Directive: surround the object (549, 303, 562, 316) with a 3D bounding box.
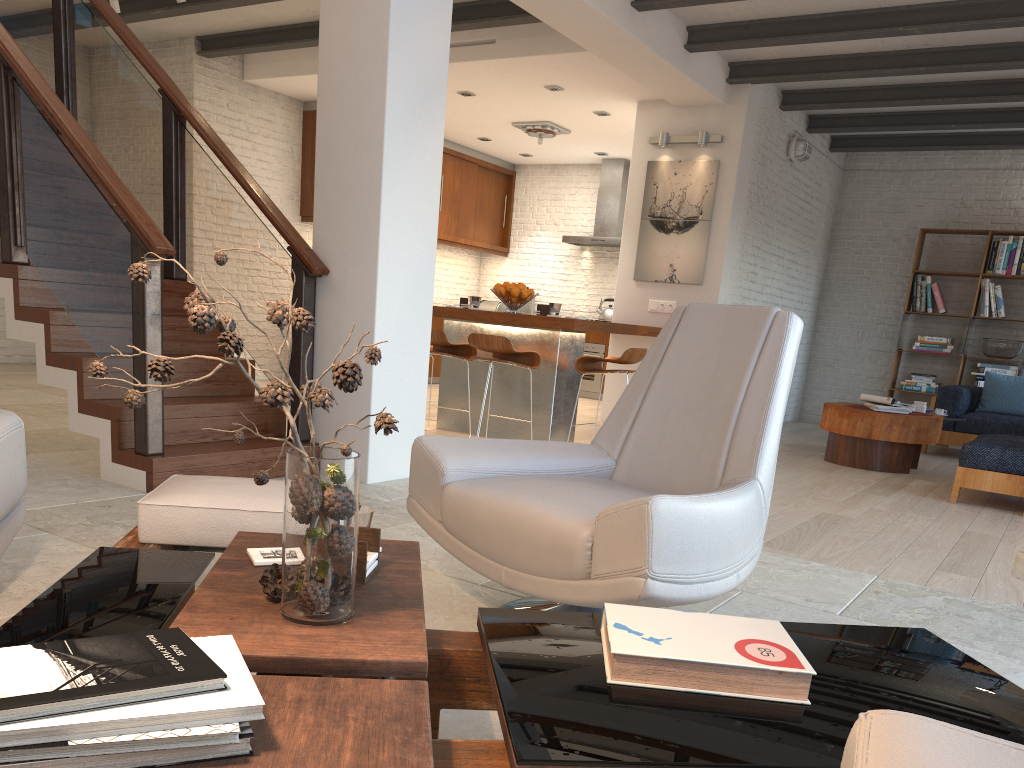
[{"bbox_3d":[0.302,-0.527,6.156,0.090,0.087,0.089,-3,12,-42],"label":"object"}]

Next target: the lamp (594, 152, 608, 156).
[{"bbox_3d":[1.038,-2.691,10.125,0.122,0.057,0.122,9,7,32],"label":"lamp"}]

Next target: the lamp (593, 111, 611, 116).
[{"bbox_3d":[0.847,-2.558,8.186,0.122,0.057,0.122,9,7,32],"label":"lamp"}]

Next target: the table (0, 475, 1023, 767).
[{"bbox_3d":[-0.073,0.590,1.469,1.973,0.443,2.136,5,5,-7],"label":"table"}]

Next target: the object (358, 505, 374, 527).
[{"bbox_3d":[-0.338,0.303,1.830,0.091,0.087,0.088,4,9,-8],"label":"object"}]

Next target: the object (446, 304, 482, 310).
[{"bbox_3d":[-0.322,-0.581,6.571,0.282,0.036,0.202,8,6,32],"label":"object"}]

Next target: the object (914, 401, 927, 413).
[{"bbox_3d":[3.412,0.204,7.305,0.107,0.112,0.105,-3,13,-41],"label":"object"}]

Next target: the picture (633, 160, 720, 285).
[{"bbox_3d":[1.422,-1.409,7.610,0.644,1.051,0.019,12,16,30],"label":"picture"}]

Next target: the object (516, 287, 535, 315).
[{"bbox_3d":[0.175,-1.097,11.574,0.316,0.388,0.065,11,15,30],"label":"object"}]

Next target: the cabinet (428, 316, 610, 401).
[{"bbox_3d":[0.089,-1.311,10.169,4.786,2.933,2.187,5,11,-4],"label":"cabinet"}]

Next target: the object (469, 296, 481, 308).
[{"bbox_3d":[-0.276,-0.608,6.493,0.090,0.087,0.089,10,11,29],"label":"object"}]

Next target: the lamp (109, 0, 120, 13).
[{"bbox_3d":[-2.855,-2.726,6.268,0.059,0.133,0.083,6,11,2],"label":"lamp"}]

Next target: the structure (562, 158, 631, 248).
[{"bbox_3d":[1.194,-2.186,10.538,0.969,1.027,0.449,11,14,31],"label":"structure"}]

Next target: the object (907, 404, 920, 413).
[{"bbox_3d":[3.230,0.196,7.066,0.145,0.057,0.171,8,6,21],"label":"object"}]

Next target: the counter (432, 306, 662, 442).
[{"bbox_3d":[0.337,-0.066,7.118,1.658,0.950,2.461,10,7,32],"label":"counter"}]

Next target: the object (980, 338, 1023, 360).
[{"bbox_3d":[5.129,-0.363,9.146,0.401,0.208,0.390,3,7,-16],"label":"object"}]

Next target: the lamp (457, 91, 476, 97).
[{"bbox_3d":[-0.413,-2.657,7.923,0.122,0.057,0.122,9,7,32],"label":"lamp"}]

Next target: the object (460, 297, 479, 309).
[{"bbox_3d":[-0.323,-0.610,6.632,0.112,0.085,0.092,10,10,32],"label":"object"}]

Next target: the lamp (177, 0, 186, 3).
[{"bbox_3d":[-2.250,-2.640,5.903,0.059,0.133,0.084,14,14,34],"label":"lamp"}]

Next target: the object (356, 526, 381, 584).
[{"bbox_3d":[-0.316,0.329,1.695,0.094,0.085,0.111,6,8,4],"label":"object"}]

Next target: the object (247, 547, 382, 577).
[{"bbox_3d":[-0.400,0.339,1.780,0.271,0.036,0.242,6,5,4],"label":"object"}]

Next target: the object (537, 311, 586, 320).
[{"bbox_3d":[0.321,-0.490,6.191,0.388,0.036,0.196,9,6,35],"label":"object"}]

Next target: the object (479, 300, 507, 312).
[{"bbox_3d":[-0.273,-1.048,11.815,0.339,0.165,0.246,9,8,32],"label":"object"}]

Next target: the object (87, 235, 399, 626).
[{"bbox_3d":[-0.430,0.070,1.414,0.542,0.628,0.305,6,12,3],"label":"object"}]

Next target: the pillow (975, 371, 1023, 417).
[{"bbox_3d":[4.813,0.106,8.406,0.546,0.423,0.219,10,13,30],"label":"pillow"}]

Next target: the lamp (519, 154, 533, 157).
[{"bbox_3d":[0.173,-2.814,10.651,0.122,0.057,0.122,9,7,32],"label":"lamp"}]

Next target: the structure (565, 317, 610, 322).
[{"bbox_3d":[1.026,-0.781,10.838,0.798,0.033,0.581,8,5,32],"label":"structure"}]

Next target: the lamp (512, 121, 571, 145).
[{"bbox_3d":[0.298,-2.576,9.044,0.443,0.176,0.444,9,7,32],"label":"lamp"}]

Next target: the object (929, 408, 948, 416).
[{"bbox_3d":[3.621,0.243,7.398,0.153,0.059,0.265,8,6,25],"label":"object"}]

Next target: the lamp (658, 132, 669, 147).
[{"bbox_3d":[1.303,-2.098,7.486,0.079,0.108,0.077,-1,12,-29],"label":"lamp"}]

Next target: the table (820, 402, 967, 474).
[{"bbox_3d":[3.159,0.421,7.435,1.055,0.461,1.811,10,7,38],"label":"table"}]

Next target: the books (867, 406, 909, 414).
[{"bbox_3d":[2.965,0.204,6.885,0.251,0.011,0.310,6,5,12],"label":"books"}]

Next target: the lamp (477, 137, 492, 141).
[{"bbox_3d":[-0.311,-2.803,9.918,0.122,0.057,0.122,9,7,32],"label":"lamp"}]

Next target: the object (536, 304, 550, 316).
[{"bbox_3d":[0.238,-0.530,6.285,0.094,0.085,0.110,3,8,-13],"label":"object"}]

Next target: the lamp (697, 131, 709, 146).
[{"bbox_3d":[1.600,-2.056,7.305,0.079,0.108,0.077,-1,12,-29],"label":"lamp"}]

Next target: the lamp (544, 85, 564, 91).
[{"bbox_3d":[0.362,-2.546,7.451,0.122,0.057,0.122,9,7,32],"label":"lamp"}]

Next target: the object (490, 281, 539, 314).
[{"bbox_3d":[0.017,-0.633,6.411,0.366,0.229,0.352,5,7,-2],"label":"object"}]

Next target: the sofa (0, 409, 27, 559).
[{"bbox_3d":[-1.791,0.271,1.308,1.146,0.780,2.255,4,6,-8],"label":"sofa"}]

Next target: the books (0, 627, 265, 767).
[{"bbox_3d":[-0.509,0.368,1.011,0.401,0.077,0.242,3,6,-25],"label":"books"}]

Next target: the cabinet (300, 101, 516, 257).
[{"bbox_3d":[-1.083,-2.291,10.292,0.453,1.201,3.295,14,9,32],"label":"cabinet"}]

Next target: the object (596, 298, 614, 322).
[{"bbox_3d":[1.192,-0.902,10.593,0.261,0.285,0.255,-2,12,-36],"label":"object"}]

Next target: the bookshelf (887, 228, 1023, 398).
[{"bbox_3d":[4.847,-0.463,9.266,1.294,2.278,0.357,12,15,30],"label":"bookshelf"}]

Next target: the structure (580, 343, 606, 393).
[{"bbox_3d":[0.936,-0.223,10.918,0.658,0.597,0.492,11,12,31],"label":"structure"}]

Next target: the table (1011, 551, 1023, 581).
[{"bbox_3d":[1.369,0.664,1.796,0.496,0.521,0.477,4,10,-8],"label":"table"}]

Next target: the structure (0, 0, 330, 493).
[{"bbox_3d":[-0.879,-1.676,4.846,9.989,4.279,13.661,9,7,32],"label":"structure"}]

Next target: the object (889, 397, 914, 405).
[{"bbox_3d":[3.507,0.176,7.881,0.194,0.094,0.181,1,8,-32],"label":"object"}]

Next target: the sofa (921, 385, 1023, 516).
[{"bbox_3d":[4.262,0.456,6.887,2.045,0.682,3.895,9,6,33],"label":"sofa"}]
